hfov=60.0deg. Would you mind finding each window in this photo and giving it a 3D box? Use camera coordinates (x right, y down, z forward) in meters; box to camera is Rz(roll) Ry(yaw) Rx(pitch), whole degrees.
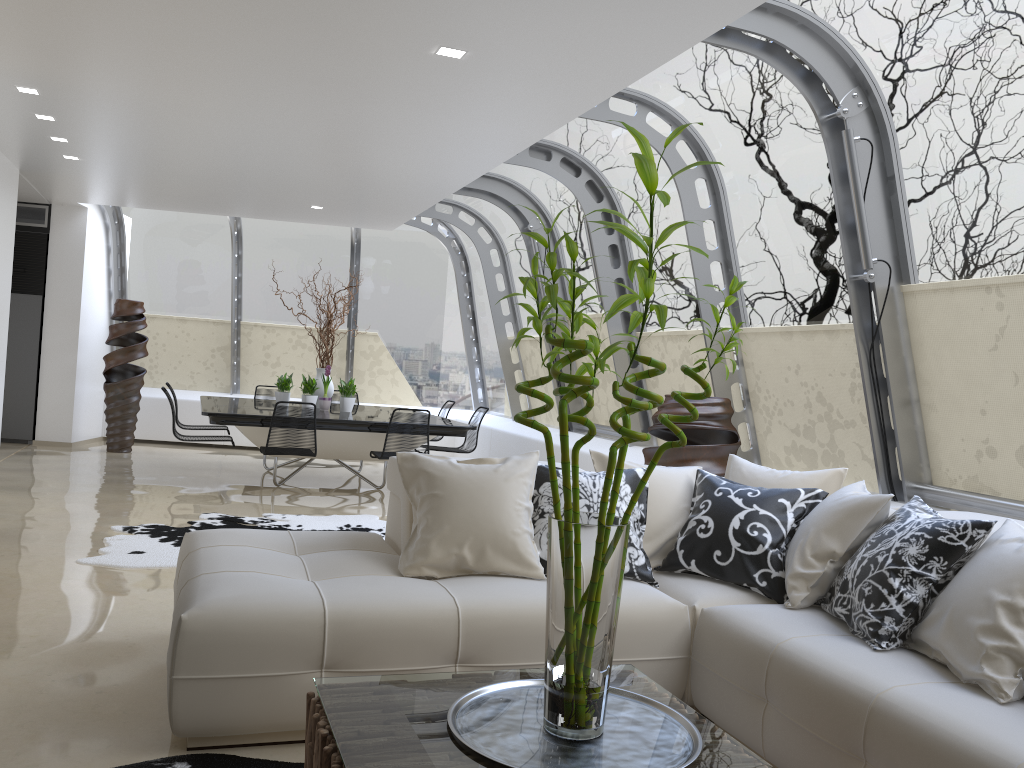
[{"bbox_3d":[-5.502,-0.631,5.187,16.693,3.674,16.171,4,1,-14],"label":"window"}]

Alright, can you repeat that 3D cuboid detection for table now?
[{"bbox_3d":[-2.016,0.650,9.425,2.494,0.759,3.031,4,1,-20],"label":"table"},{"bbox_3d":[0.044,1.049,2.139,1.007,0.448,0.923,4,1,-19],"label":"table"}]

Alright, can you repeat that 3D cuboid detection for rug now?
[{"bbox_3d":[-0.115,1.245,2.119,2.739,0.008,2.740,4,1,-34],"label":"rug"},{"bbox_3d":[-1.180,1.123,6.138,3.220,0.008,2.705,4,1,-20],"label":"rug"}]

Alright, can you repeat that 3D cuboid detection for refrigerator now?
[{"bbox_3d":[-6.213,-0.232,10.713,1.006,1.742,0.234,4,1,-6],"label":"refrigerator"}]

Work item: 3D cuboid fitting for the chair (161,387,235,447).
[{"bbox_3d":[-2.987,0.309,8.445,0.688,0.519,0.446,4,1,-20],"label":"chair"}]

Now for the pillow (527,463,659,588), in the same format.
[{"bbox_3d":[0.303,0.581,3.733,0.604,0.471,0.394,4,1,-4],"label":"pillow"}]

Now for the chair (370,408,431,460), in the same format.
[{"bbox_3d":[-1.001,0.463,8.087,0.446,0.519,0.688,4,1,-20],"label":"chair"}]

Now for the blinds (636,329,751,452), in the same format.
[{"bbox_3d":[1.439,0.092,7.173,0.329,1.027,1.430,4,1,-20],"label":"blinds"}]

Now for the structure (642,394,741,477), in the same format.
[{"bbox_3d":[1.115,0.701,5.605,0.672,1.258,0.674,4,1,-43],"label":"structure"}]

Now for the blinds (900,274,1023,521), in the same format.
[{"bbox_3d":[2.449,0.104,4.274,0.387,1.214,1.376,4,1,-20],"label":"blinds"}]

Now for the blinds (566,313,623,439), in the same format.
[{"bbox_3d":[0.904,-0.057,8.609,0.387,1.214,1.376,4,1,-20],"label":"blinds"}]

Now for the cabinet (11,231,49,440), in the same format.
[{"bbox_3d":[-6.810,-0.621,10.946,2.252,2.558,0.831,4,1,-5],"label":"cabinet"}]

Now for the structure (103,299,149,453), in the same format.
[{"bbox_3d":[-4.652,-0.091,10.645,0.498,1.843,0.493,4,1,-9],"label":"structure"}]

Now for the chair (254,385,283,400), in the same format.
[{"bbox_3d":[-2.920,0.291,10.721,0.446,0.519,0.688,4,1,-20],"label":"chair"}]

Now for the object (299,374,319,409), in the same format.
[{"bbox_3d":[-2.082,0.084,9.091,0.215,0.369,0.284,4,1,14],"label":"object"}]

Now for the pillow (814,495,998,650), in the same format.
[{"bbox_3d":[1.346,0.648,3.110,0.382,0.467,0.608,4,1,0],"label":"pillow"}]

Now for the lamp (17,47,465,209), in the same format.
[{"bbox_3d":[-4.964,-2.042,3.278,9.775,0.004,9.928,4,1,-19],"label":"lamp"}]

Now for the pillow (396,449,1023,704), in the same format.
[{"bbox_3d":[1.185,0.623,3.158,3.322,0.530,1.656,5,1,40],"label":"pillow"}]

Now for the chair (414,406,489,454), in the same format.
[{"bbox_3d":[-0.624,0.480,9.293,0.688,0.519,0.446,4,1,-20],"label":"chair"}]

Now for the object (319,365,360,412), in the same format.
[{"bbox_3d":[-1.802,0.052,9.331,0.417,0.476,0.238,4,1,8],"label":"object"}]

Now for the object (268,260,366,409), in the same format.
[{"bbox_3d":[-2.110,-0.515,9.394,1.031,1.549,1.135,4,1,-28],"label":"object"}]

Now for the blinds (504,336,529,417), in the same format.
[{"bbox_3d":[-0.059,0.464,11.751,0.663,2.118,1.829,4,1,-20],"label":"blinds"}]

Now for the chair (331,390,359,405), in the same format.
[{"bbox_3d":[-2.051,0.354,11.033,0.446,0.519,0.688,4,1,-20],"label":"chair"}]

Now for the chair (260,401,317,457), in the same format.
[{"bbox_3d":[-1.938,0.396,7.751,0.446,0.519,0.688,4,1,-20],"label":"chair"}]

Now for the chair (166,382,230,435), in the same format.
[{"bbox_3d":[-3.415,0.264,9.646,0.688,0.519,0.446,4,1,-20],"label":"chair"}]

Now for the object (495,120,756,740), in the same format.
[{"bbox_3d":[0.232,0.076,2.193,0.673,1.546,0.584,5,1,19],"label":"object"}]

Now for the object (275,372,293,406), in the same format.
[{"bbox_3d":[-2.421,0.054,9.429,0.215,0.369,0.284,5,1,19],"label":"object"}]

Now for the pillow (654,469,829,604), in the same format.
[{"bbox_3d":[0.959,0.642,3.762,0.599,0.483,0.405,5,1,39],"label":"pillow"}]

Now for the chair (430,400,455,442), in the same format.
[{"bbox_3d":[-1.052,0.435,10.495,0.688,0.519,0.446,4,1,-20],"label":"chair"}]

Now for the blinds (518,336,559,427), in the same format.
[{"bbox_3d":[0.406,-0.015,10.071,0.329,1.027,1.430,4,1,-20],"label":"blinds"}]

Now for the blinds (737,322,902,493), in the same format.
[{"bbox_3d":[1.956,0.146,5.723,0.329,1.027,1.430,4,1,-20],"label":"blinds"}]

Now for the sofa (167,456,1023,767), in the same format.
[{"bbox_3d":[0.703,0.874,2.633,3.257,0.866,4.169,4,1,-20],"label":"sofa"}]
